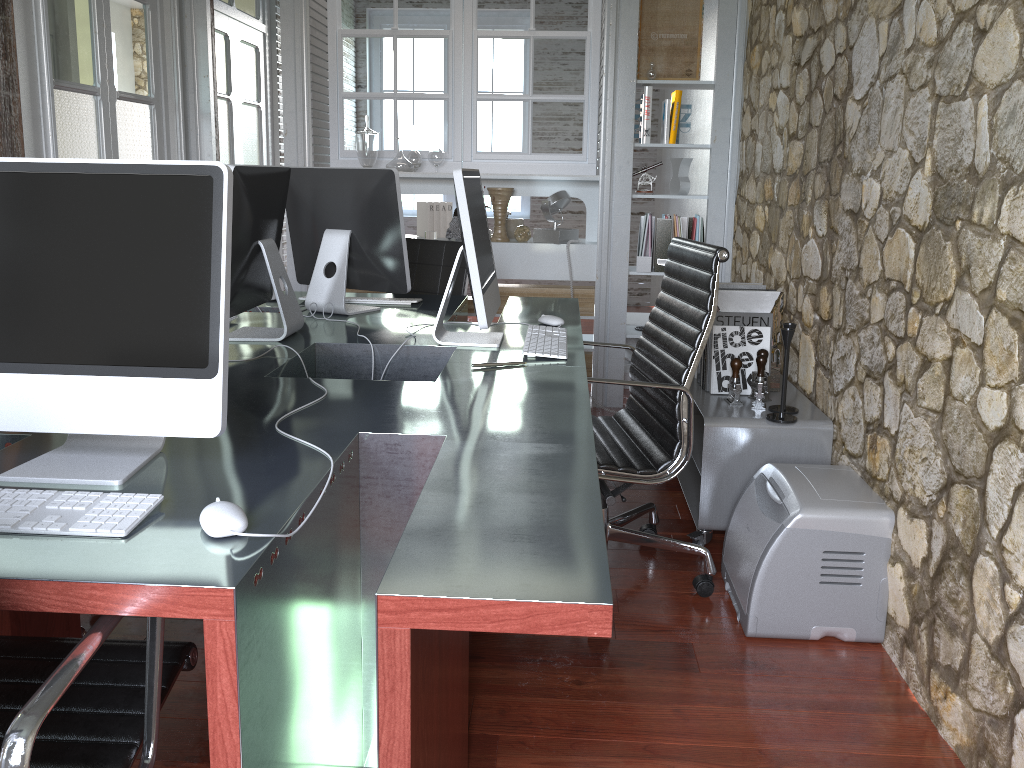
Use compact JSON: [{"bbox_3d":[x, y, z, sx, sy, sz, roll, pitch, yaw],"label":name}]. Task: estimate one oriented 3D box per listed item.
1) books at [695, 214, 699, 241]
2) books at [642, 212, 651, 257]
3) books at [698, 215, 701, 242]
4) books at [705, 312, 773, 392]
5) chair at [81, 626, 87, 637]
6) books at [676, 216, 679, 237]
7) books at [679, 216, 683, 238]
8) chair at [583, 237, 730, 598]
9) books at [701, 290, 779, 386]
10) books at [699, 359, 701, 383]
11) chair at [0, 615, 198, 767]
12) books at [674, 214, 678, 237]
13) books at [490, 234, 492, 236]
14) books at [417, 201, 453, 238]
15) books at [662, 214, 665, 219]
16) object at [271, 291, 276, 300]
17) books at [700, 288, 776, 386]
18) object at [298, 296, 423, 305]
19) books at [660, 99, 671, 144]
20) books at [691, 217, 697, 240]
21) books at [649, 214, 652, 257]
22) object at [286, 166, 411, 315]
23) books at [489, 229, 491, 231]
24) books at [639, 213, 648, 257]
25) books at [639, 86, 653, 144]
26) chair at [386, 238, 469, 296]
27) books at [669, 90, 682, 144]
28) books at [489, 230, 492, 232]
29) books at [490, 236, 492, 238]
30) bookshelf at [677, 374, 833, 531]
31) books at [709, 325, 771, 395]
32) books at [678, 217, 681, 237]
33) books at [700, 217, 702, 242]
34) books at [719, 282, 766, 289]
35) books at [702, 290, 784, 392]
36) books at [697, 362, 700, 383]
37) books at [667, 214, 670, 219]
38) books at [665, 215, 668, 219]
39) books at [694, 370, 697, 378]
[{"bbox_3d":[0.969,-0.747,4.679,0.030,0.287,0.182,2,11,7],"label":"books"},{"bbox_3d":[0.709,-0.760,4.702,0.038,0.293,0.182,3,11,11],"label":"books"},{"bbox_3d":[0.981,-0.744,4.671,0.013,0.285,0.196,2,11,7],"label":"books"},{"bbox_3d":[0.800,-0.112,3.126,0.221,0.280,0.062,2,11,3],"label":"books"},{"bbox_3d":[-1.292,0.195,2.055,0.699,1.013,0.672,1,11,-2],"label":"chair"},{"bbox_3d":[0.878,-0.743,4.663,0.045,0.284,0.196,3,11,9],"label":"books"},{"bbox_3d":[0.896,-0.736,4.660,0.045,0.284,0.196,3,11,9],"label":"books"},{"bbox_3d":[0.254,0.093,2.602,0.699,1.013,0.672,1,11,-1],"label":"chair"},{"bbox_3d":[0.819,-0.160,3.181,0.259,0.349,0.071,2,11,3],"label":"books"},{"bbox_3d":[0.772,-0.116,3.231,0.162,0.237,0.055,2,11,3],"label":"books"},{"bbox_3d":[-0.784,0.435,1.083,0.665,1.013,0.706,2,11,7],"label":"chair"},{"bbox_3d":[0.867,-0.750,4.669,0.045,0.279,0.182,3,11,9],"label":"books"},{"bbox_3d":[-0.227,-0.840,4.963,0.181,0.007,0.248,-7,16,-31],"label":"books"},{"bbox_3d":[-0.426,-0.908,4.885,0.151,0.191,0.144,-6,13,-31],"label":"books"},{"bbox_3d":[0.782,-0.748,4.672,0.039,0.285,0.196,2,11,8],"label":"books"},{"bbox_3d":[-0.882,-0.329,3.281,0.059,0.028,0.107,1,13,2],"label":"object"},{"bbox_3d":[0.816,-0.167,3.204,0.258,0.351,0.050,2,10,3],"label":"books"},{"bbox_3d":[-0.555,-0.312,3.257,0.439,0.017,0.120,2,13,3],"label":"object"},{"bbox_3d":[0.796,-1.355,4.593,0.026,0.221,0.163,2,11,3],"label":"books"},{"bbox_3d":[0.949,-0.738,4.674,0.024,0.274,0.196,2,11,7],"label":"books"},{"bbox_3d":[0.735,-0.752,4.691,0.022,0.285,0.196,3,11,11],"label":"books"},{"bbox_3d":[-0.583,-0.488,3.001,0.485,0.480,0.191,7,12,28],"label":"object"},{"bbox_3d":[-0.233,-0.869,4.969,0.169,0.007,0.191,-5,15,-25],"label":"books"},{"bbox_3d":[0.693,-0.757,4.698,0.037,0.285,0.196,3,11,11],"label":"books"},{"bbox_3d":[0.695,-1.394,4.617,0.042,0.284,0.218,2,11,3],"label":"books"},{"bbox_3d":[-0.505,-0.134,3.730,0.477,0.910,0.606,8,13,32],"label":"chair"},{"bbox_3d":[0.836,-1.376,4.585,0.055,0.265,0.194,2,11,3],"label":"books"},{"bbox_3d":[-0.232,-0.862,4.970,0.169,0.007,0.191,-7,16,-31],"label":"books"},{"bbox_3d":[-0.228,-0.831,4.965,0.181,0.011,0.248,-7,16,-31],"label":"books"},{"bbox_3d":[0.819,0.200,3.404,0.436,0.455,1.207,2,13,3],"label":"bookshelf"},{"bbox_3d":[0.796,-0.083,3.095,0.197,0.237,0.059,2,11,3],"label":"books"},{"bbox_3d":[0.887,-0.739,4.660,0.043,0.278,0.196,3,11,9],"label":"books"},{"bbox_3d":[0.995,-0.739,4.670,0.023,0.279,0.196,2,11,7],"label":"books"},{"bbox_3d":[0.826,-0.212,3.402,0.259,0.347,0.066,2,10,3],"label":"books"},{"bbox_3d":[0.819,-0.154,3.151,0.272,0.351,0.063,2,10,3],"label":"books"},{"bbox_3d":[0.779,-0.134,3.260,0.182,0.259,0.057,2,11,3],"label":"books"},{"bbox_3d":[0.818,-0.746,4.667,0.009,0.285,0.196,2,11,8],"label":"books"},{"bbox_3d":[0.805,-0.743,4.666,0.030,0.280,0.182,2,11,8],"label":"books"},{"bbox_3d":[0.825,-0.172,3.313,0.265,0.311,0.025,2,10,3],"label":"books"}]
